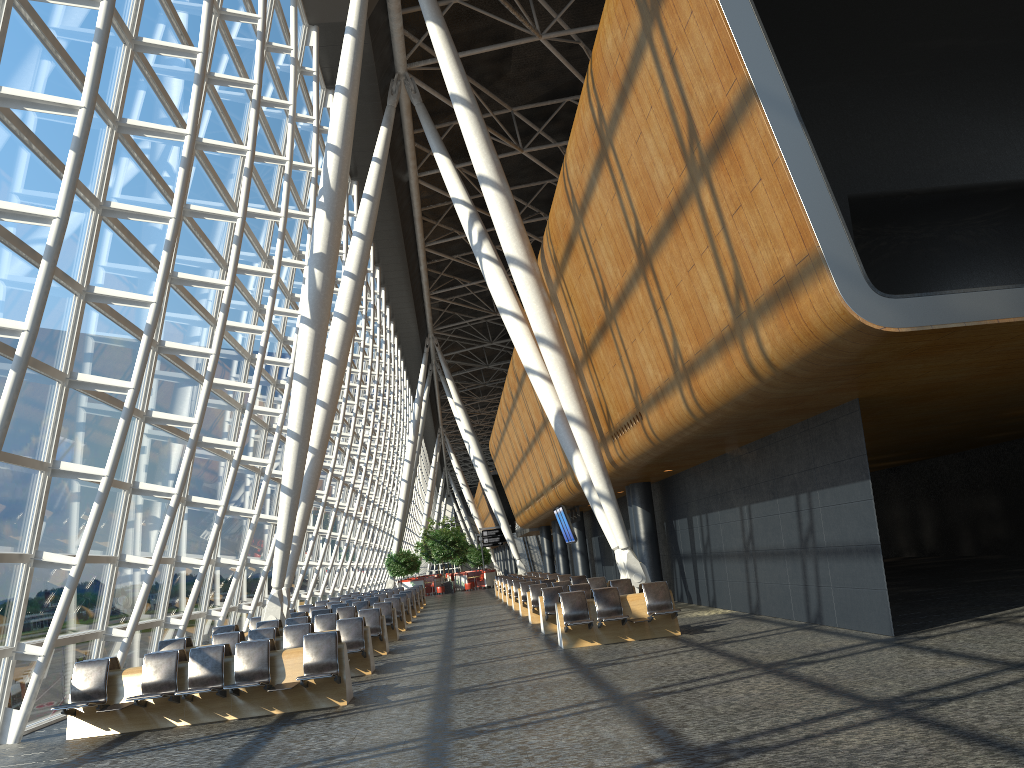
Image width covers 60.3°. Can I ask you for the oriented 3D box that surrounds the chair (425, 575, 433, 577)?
[{"bbox_3d":[-6.349,14.898,66.171,0.622,0.999,0.669,-1,-9,-39],"label":"chair"}]

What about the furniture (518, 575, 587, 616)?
[{"bbox_3d":[1.123,5.584,23.294,1.895,0.859,1.684,-6,-10,-4],"label":"furniture"}]

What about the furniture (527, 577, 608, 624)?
[{"bbox_3d":[1.310,4.969,20.314,1.895,0.859,1.684,-6,-10,-4],"label":"furniture"}]

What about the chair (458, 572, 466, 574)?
[{"bbox_3d":[-3.057,13.018,58.611,0.629,0.999,0.661,-12,-9,40],"label":"chair"}]

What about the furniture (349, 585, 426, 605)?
[{"bbox_3d":[-5.322,9.159,37.558,3.248,0.859,1.684,-6,-10,-4],"label":"furniture"}]

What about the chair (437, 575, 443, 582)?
[{"bbox_3d":[-4.965,13.108,57.971,0.664,0.999,0.627,-9,-7,20],"label":"chair"}]

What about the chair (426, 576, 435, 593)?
[{"bbox_3d":[-5.141,12.286,53.747,0.629,0.999,0.661,-12,-9,40],"label":"chair"}]

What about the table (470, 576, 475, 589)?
[{"bbox_3d":[-2.648,12.200,54.079,0.801,0.742,0.807,-8,-9,12],"label":"table"}]

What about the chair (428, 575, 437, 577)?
[{"bbox_3d":[-5.401,13.415,59.266,0.626,0.999,0.665,-9,-7,20],"label":"chair"}]

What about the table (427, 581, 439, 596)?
[{"bbox_3d":[-4.464,11.486,49.456,0.797,0.742,0.811,-1,-10,-33],"label":"table"}]

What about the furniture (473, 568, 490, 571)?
[{"bbox_3d":[-3.007,19.183,89.220,1.895,0.859,1.684,-6,-10,-4],"label":"furniture"}]

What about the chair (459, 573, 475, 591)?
[{"bbox_3d":[-2.591,11.482,51.165,0.629,0.999,0.661,-12,-9,40],"label":"chair"}]

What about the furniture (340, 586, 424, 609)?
[{"bbox_3d":[-5.135,8.544,34.578,3.248,0.859,1.684,-6,-10,-4],"label":"furniture"}]

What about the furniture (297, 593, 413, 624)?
[{"bbox_3d":[-4.575,6.700,25.638,3.248,0.859,1.684,-6,-10,-4],"label":"furniture"}]

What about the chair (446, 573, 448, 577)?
[{"bbox_3d":[-5.296,15.401,69.298,0.659,0.999,0.632,-4,-7,-19],"label":"chair"}]

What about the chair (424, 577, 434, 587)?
[{"bbox_3d":[-4.934,11.879,51.820,0.626,0.999,0.665,-9,-7,20],"label":"chair"}]

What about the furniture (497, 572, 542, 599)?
[{"bbox_3d":[0.377,8.043,35.214,1.895,0.859,1.684,-6,-10,-4],"label":"furniture"}]

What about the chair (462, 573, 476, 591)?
[{"bbox_3d":[-2.608,11.705,52.274,0.668,0.999,0.623,-13,-9,40],"label":"chair"}]

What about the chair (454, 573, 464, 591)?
[{"bbox_3d":[-3.028,11.970,53.368,0.628,0.999,0.663,-11,-8,30],"label":"chair"}]

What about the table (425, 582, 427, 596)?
[{"bbox_3d":[-5.093,11.868,51.014,0.797,0.742,0.811,-1,-10,-33],"label":"table"}]

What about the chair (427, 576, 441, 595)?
[{"bbox_3d":[-4.499,11.572,50.526,0.664,0.999,0.627,-9,-7,20],"label":"chair"}]

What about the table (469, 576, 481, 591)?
[{"bbox_3d":[-2.111,11.368,50.208,0.801,0.742,0.807,-8,-9,12],"label":"table"}]

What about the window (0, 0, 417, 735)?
[{"bbox_3d":[-9.328,10.909,77.566,3.716,13.866,168.679,-6,-11,-5],"label":"window"}]

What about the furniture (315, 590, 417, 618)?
[{"bbox_3d":[-4.762,7.314,28.618,3.248,0.859,1.684,-6,-10,-4],"label":"furniture"}]

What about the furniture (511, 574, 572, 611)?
[{"bbox_3d":[0.937,6.199,26.274,1.895,0.859,1.684,-6,-10,-4],"label":"furniture"}]

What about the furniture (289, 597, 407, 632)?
[{"bbox_3d":[-4.389,6.085,22.658,3.248,0.859,1.684,-6,-10,-4],"label":"furniture"}]

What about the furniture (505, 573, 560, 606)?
[{"bbox_3d":[0.750,6.813,29.254,1.895,0.859,1.684,-6,-10,-4],"label":"furniture"}]

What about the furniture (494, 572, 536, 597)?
[{"bbox_3d":[0.190,8.658,38.194,1.895,0.859,1.684,-6,-10,-4],"label":"furniture"}]

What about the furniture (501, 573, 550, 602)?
[{"bbox_3d":[0.563,7.428,32.234,1.895,0.859,1.684,-6,-10,-4],"label":"furniture"}]

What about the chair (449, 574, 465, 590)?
[{"bbox_3d":[-3.377,12.233,54.486,0.666,0.999,0.625,-11,-8,30],"label":"chair"}]

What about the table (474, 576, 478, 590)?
[{"bbox_3d":[-2.082,11.669,51.737,0.801,0.742,0.807,-8,-9,12],"label":"table"}]

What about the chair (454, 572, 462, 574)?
[{"bbox_3d":[-3.495,13.506,60.813,0.628,0.999,0.663,-11,-8,30],"label":"chair"}]

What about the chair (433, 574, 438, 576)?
[{"bbox_3d":[-6.079,15.135,67.517,0.660,0.999,0.631,-1,-9,-39],"label":"chair"}]

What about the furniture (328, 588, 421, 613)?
[{"bbox_3d":[-4.949,7.929,31.598,3.248,0.859,1.684,-6,-10,-4],"label":"furniture"}]

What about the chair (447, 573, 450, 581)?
[{"bbox_3d":[-4.388,14.595,65.771,0.659,0.999,0.632,-4,-7,-19],"label":"chair"}]
